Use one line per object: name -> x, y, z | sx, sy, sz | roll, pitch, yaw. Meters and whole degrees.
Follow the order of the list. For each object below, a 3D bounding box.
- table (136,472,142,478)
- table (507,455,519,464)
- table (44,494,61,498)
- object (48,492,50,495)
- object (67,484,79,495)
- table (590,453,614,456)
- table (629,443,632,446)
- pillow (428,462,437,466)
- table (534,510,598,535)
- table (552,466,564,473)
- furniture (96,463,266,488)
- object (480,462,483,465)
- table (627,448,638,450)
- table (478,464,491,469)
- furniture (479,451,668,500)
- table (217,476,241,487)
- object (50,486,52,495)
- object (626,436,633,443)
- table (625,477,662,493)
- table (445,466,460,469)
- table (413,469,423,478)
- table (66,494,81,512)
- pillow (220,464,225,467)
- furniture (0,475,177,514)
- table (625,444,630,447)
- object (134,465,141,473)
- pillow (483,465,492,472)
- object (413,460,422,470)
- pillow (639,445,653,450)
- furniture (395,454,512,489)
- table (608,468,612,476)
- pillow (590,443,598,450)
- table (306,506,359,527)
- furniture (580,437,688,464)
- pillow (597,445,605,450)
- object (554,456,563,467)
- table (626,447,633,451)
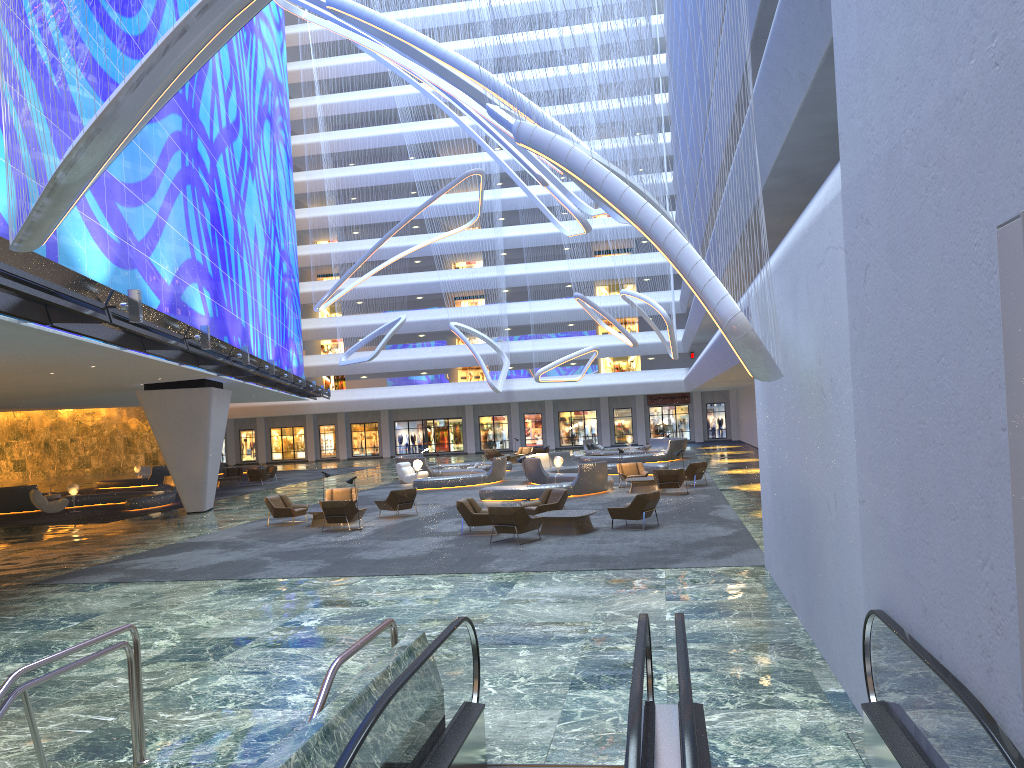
table -> -20.123, 5.054, 47.560 | 0.418, 0.595, 0.427 | -3, -1, 9
table -> -0.288, 4.042, 47.160 | 1.202, 0.392, 1.204 | -1, -3, -45
table -> -18.330, 4.638, 35.533 | 0.671, 0.406, 0.674 | -3, -2, -3
object -> -18.480, 4.379, 35.371 | 0.151, 0.118, 0.071 | -4, -1, 45
object -> -15.522, 3.728, 31.371 | 0.318, 0.387, 0.367 | -3, -1, 17
table -> 4.465, 3.655, 43.781 | 1.203, 0.392, 1.203 | -4, -2, 10
table -> 6.719, 3.664, 50.517 | 0.418, 0.595, 0.428 | -3, -1, -16
pillow -> -3.781, 3.742, 41.467 | 0.443, 0.207, 0.445 | -2, -2, -29
table -> 1.165, 2.957, 18.930 | 1.204, 0.392, 1.202 | -4, -2, 28
table -> 1.653, 3.274, 31.822 | 0.418, 0.595, 0.427 | -3, -1, 9
furniture -> -18.276, 4.802, 49.053 | 5.190, 0.969, 9.923 | -4, -2, 27
object -> -1.367, 3.573, 39.669 | 0.071, 0.118, 0.151 | -3, -1, 20
table -> 6.508, 3.685, 47.874 | 0.671, 0.406, 0.673 | -3, -2, 6
table -> -1.148, 3.821, 39.615 | 0.673, 0.406, 0.672 | -2, -2, -28
furniture -> 1.866, 3.027, 30.831 | 5.190, 0.969, 9.923 | -4, -2, 26
table -> -13.250, 4.559, 41.297 | 1.202, 0.392, 1.204 | -2, -2, -26
object -> -18.491, 4.266, 35.524 | 0.076, 0.356, 0.066 | -3, 0, 2
object -> 6.724, 3.173, 50.558 | 0.367, 0.387, 0.318 | -3, -1, -8
table -> 4.072, 3.083, 27.064 | 1.203, 0.392, 1.203 | -4, -2, 9
table -> -2.662, 3.905, 39.592 | 0.674, 0.406, 0.671 | -4, -2, 29
table -> -3.752, 3.698, 35.236 | 0.418, 0.595, 0.428 | -3, -1, -16
table -> -15.472, 4.216, 31.325 | 0.428, 0.595, 0.418 | -3, -1, 9
pillow -> -17.521, 4.930, 53.215 | 0.443, 0.207, 0.445 | -3, -2, -4
furniture -> -16.973, 4.165, 33.187 | 9.935, 0.969, 5.184 | -4, -2, 27
table -> 6.476, 3.625, 49.273 | 0.417, 0.595, 0.428 | -3, -1, -36
object -> -20.105, 4.562, 47.583 | 0.367, 0.387, 0.318 | -4, -1, 17
pillow -> -0.680, 3.253, 34.367 | 0.693, 0.262, 0.877 | -4, -2, 18
object -> -3.748, 3.208, 35.276 | 0.367, 0.387, 0.318 | -3, -1, -8
pillow -> 6.811, 3.211, 45.005 | 0.692, 0.262, 0.878 | -2, -2, -28
furniture -> -2.688, 3.514, 37.371 | 5.185, 0.969, 9.932 | -3, -2, 2
table -> 3.092, 3.336, 32.634 | 1.203, 0.392, 1.203 | -4, -2, 10
pillow -> 4.527, 3.402, 48.731 | 0.315, 0.386, 0.784 | -4, -2, 25
table -> -4.614, 3.419, 22.843 | 1.203, 0.392, 1.203 | -4, -2, 10
furniture -> 6.168, 3.301, 45.350 | 5.186, 0.969, 9.930 | -3, -2, 6
pillow -> 4.785, 3.489, 48.983 | 0.684, 0.280, 0.875 | -2, -2, -43
object -> 1.672, 2.782, 31.845 | 0.367, 0.387, 0.318 | -4, -1, 17
table -> 5.877, 3.490, 44.539 | 0.418, 0.595, 0.428 | -3, -1, 6
